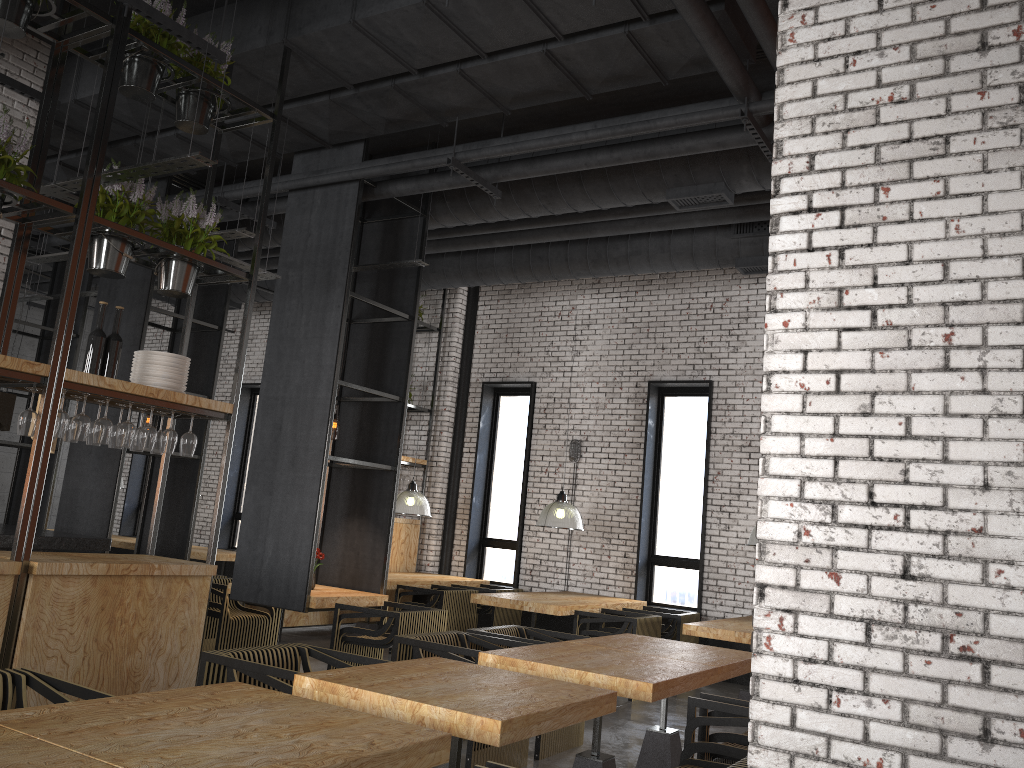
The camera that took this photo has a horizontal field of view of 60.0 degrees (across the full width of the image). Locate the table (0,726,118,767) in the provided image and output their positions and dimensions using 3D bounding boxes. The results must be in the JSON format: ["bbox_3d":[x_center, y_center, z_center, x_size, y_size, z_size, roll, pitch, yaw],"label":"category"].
[{"bbox_3d":[-1.423,1.232,1.802,1.000,0.766,0.993,-1,-11,31],"label":"table"}]

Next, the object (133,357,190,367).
[{"bbox_3d":[-2.186,-0.121,5.526,0.334,0.044,0.333,5,-9,2],"label":"object"}]

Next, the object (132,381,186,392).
[{"bbox_3d":[-2.200,0.028,5.499,0.334,0.046,0.333,3,-9,12],"label":"object"}]

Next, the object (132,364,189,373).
[{"bbox_3d":[-2.189,-0.082,5.518,0.335,0.043,0.333,3,-10,15],"label":"object"}]

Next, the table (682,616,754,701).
[{"bbox_3d":[2.407,2.638,8.207,1.000,0.766,2.109,-1,-11,31],"label":"table"}]

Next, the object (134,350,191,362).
[{"bbox_3d":[-2.182,-0.159,5.533,0.335,0.039,0.333,4,-9,5],"label":"object"}]

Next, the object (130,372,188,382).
[{"bbox_3d":[-2.194,-0.029,5.509,0.334,0.039,0.333,6,-9,-2],"label":"object"}]

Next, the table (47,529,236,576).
[{"bbox_3d":[-5.412,2.632,12.689,4.135,0.766,0.997,0,-11,31],"label":"table"}]

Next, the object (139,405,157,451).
[{"bbox_3d":[-2.142,0.257,5.237,0.101,0.268,0.100,6,-10,-5],"label":"object"}]

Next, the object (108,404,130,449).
[{"bbox_3d":[-2.387,0.258,5.386,0.101,0.268,0.100,6,-10,-5],"label":"object"}]

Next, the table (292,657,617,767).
[{"bbox_3d":[-0.247,1.657,3.731,1.000,0.766,0.993,-1,-11,31],"label":"table"}]

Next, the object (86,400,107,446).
[{"bbox_3d":[-2.462,0.231,5.262,0.101,0.268,0.100,6,-10,-5],"label":"object"}]

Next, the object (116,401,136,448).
[{"bbox_3d":[-2.218,0.230,5.114,0.101,0.268,0.100,6,-10,-5],"label":"object"}]

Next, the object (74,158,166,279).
[{"bbox_3d":[-2.378,-0.923,5.291,0.416,0.561,0.466,-3,-13,39],"label":"object"}]

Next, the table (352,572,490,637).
[{"bbox_3d":[-1.281,2.655,10.442,1.000,0.766,2.109,-1,-11,31],"label":"table"}]

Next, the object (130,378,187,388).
[{"bbox_3d":[-2.197,0.010,5.502,0.334,0.037,0.333,6,-9,-2],"label":"object"}]

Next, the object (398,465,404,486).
[{"bbox_3d":[-1.455,1.196,11.578,0.101,0.268,0.100,11,-11,-27],"label":"object"}]

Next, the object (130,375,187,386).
[{"bbox_3d":[-2.195,-0.010,5.505,0.334,0.040,0.333,6,-9,-4],"label":"object"}]

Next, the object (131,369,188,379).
[{"bbox_3d":[-2.191,-0.048,5.512,0.334,0.041,0.334,12,-11,-36],"label":"object"}]

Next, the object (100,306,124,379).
[{"bbox_3d":[-2.358,-0.227,5.243,0.098,0.473,0.098,6,-10,-6],"label":"object"}]

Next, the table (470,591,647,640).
[{"bbox_3d":[0.526,2.646,9.347,1.000,0.766,2.109,-1,-11,31],"label":"table"}]

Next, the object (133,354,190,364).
[{"bbox_3d":[-2.183,-0.140,5.529,0.335,0.039,0.333,4,-9,7],"label":"object"}]

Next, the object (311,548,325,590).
[{"bbox_3d":[-1.708,1.585,7.645,0.156,0.356,0.170,7,-10,-10],"label":"object"}]

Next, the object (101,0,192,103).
[{"bbox_3d":[-2.244,-2.032,5.434,0.416,0.561,0.465,5,-10,5],"label":"object"}]

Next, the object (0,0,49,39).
[{"bbox_3d":[-2.699,-2.180,4.792,0.467,0.561,0.415,1,-11,26],"label":"object"}]

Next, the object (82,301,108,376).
[{"bbox_3d":[-2.413,-0.246,5.153,0.098,0.473,0.098,6,-10,-6],"label":"object"}]

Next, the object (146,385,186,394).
[{"bbox_3d":[-2.201,0.049,5.495,0.334,0.033,0.334,-2,-12,39],"label":"object"}]

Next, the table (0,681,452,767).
[{"bbox_3d":[-0.912,1.417,2.641,1.000,0.766,0.993,-1,-11,31],"label":"table"}]

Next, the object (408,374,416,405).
[{"bbox_3d":[-1.531,0.212,11.776,0.415,0.561,0.467,13,-13,-38],"label":"object"}]

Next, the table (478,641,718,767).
[{"bbox_3d":[0.468,1.910,4.871,1.000,0.766,0.993,-1,-11,31],"label":"table"}]

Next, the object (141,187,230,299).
[{"bbox_3d":[-2.101,-0.840,5.645,0.416,0.561,0.465,1,-11,25],"label":"object"}]

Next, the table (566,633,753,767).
[{"bbox_3d":[0.980,2.095,5.709,1.000,0.766,0.993,-1,-11,31],"label":"table"}]

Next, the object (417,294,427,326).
[{"bbox_3d":[-1.403,-0.885,11.977,0.467,0.561,0.415,-3,-13,41],"label":"object"}]

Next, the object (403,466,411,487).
[{"bbox_3d":[-1.379,1.223,11.701,0.101,0.268,0.100,11,-11,-27],"label":"object"}]

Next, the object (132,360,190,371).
[{"bbox_3d":[-2.187,-0.101,5.522,0.334,0.041,0.333,5,-9,1],"label":"object"}]

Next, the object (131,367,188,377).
[{"bbox_3d":[-2.190,-0.063,5.515,0.334,0.039,0.333,-2,-12,39],"label":"object"}]

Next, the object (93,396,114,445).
[{"bbox_3d":[-2.293,0.203,4.991,0.101,0.268,0.100,6,-10,-5],"label":"object"}]

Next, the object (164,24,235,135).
[{"bbox_3d":[-2.073,-1.950,5.841,0.415,0.561,0.466,12,-12,-33],"label":"object"}]

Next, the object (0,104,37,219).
[{"bbox_3d":[-2.789,-1.069,4.639,0.416,0.561,0.466,5,-10,-1],"label":"object"}]

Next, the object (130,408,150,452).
[{"bbox_3d":[-2.312,0.286,5.509,0.101,0.268,0.100,6,-10,-5],"label":"object"}]
